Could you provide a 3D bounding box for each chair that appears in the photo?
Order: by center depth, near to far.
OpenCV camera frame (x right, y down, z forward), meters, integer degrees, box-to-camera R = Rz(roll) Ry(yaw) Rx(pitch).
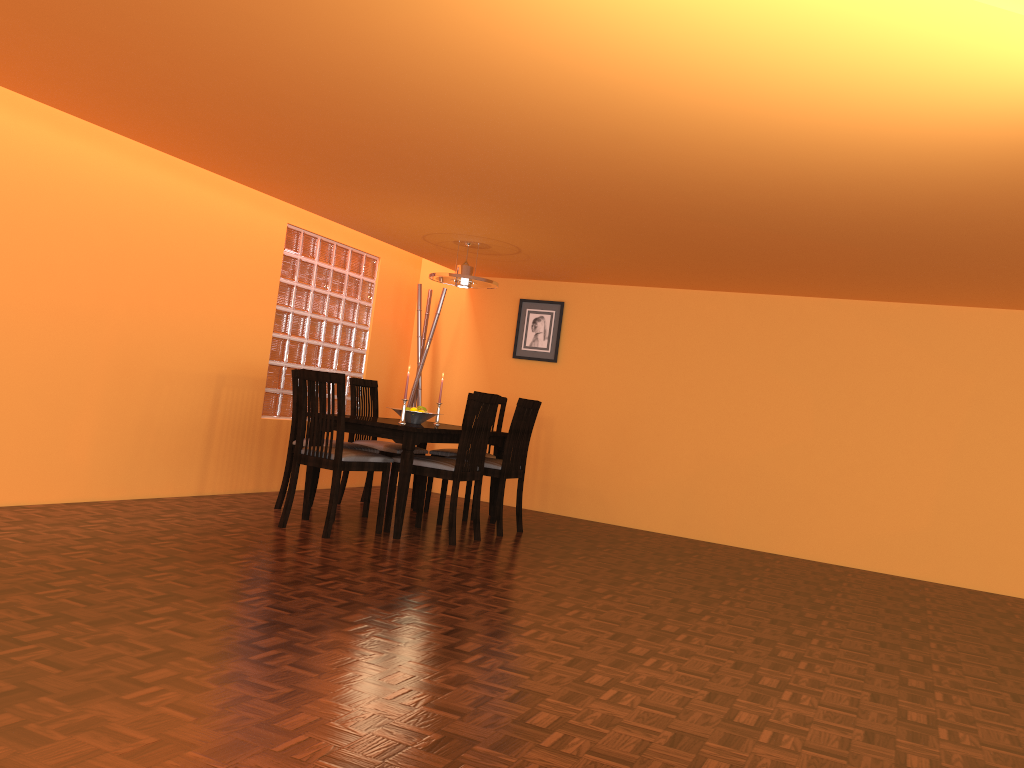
[{"bbox_3d":[-0.888,0.354,4.537,0.373,0.809,0.465,6,-2,30],"label":"chair"},{"bbox_3d":[-0.363,0.427,4.780,0.465,0.809,0.373,7,-2,25],"label":"chair"},{"bbox_3d":[-1.055,0.346,5.099,0.465,0.809,0.373,7,-2,25],"label":"chair"},{"bbox_3d":[-0.127,0.469,5.305,0.465,0.809,0.373,7,-2,25],"label":"chair"},{"bbox_3d":[-0.819,0.389,5.624,0.465,0.809,0.373,7,-2,25],"label":"chair"},{"bbox_3d":[-0.282,0.463,5.864,0.373,0.809,0.465,7,-1,20],"label":"chair"}]

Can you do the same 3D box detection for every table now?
[{"bbox_3d":[-0.581,0.522,5.181,0.697,0.584,1.259,7,-2,25],"label":"table"}]

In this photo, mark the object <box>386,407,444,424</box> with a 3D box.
[{"bbox_3d":[-0.568,0.192,5.157,0.337,0.072,0.337,8,-1,-9],"label":"object"}]

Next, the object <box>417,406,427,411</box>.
[{"bbox_3d":[-0.536,0.162,5.225,0.069,0.066,0.069,6,-2,34],"label":"object"}]

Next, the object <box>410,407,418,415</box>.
[{"bbox_3d":[-0.561,0.156,5.062,0.046,0.046,0.055,7,-1,7],"label":"object"}]

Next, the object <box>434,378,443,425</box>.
[{"bbox_3d":[-0.440,0.087,5.416,0.044,0.326,0.044,7,-1,13],"label":"object"}]

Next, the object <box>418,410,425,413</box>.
[{"bbox_3d":[-0.523,0.173,5.093,0.055,0.046,0.046,8,-1,-13],"label":"object"}]

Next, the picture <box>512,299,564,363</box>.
[{"bbox_3d":[0.197,-0.402,6.648,0.361,0.456,0.014,7,-2,25],"label":"picture"}]

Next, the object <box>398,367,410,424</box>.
[{"bbox_3d":[-0.585,0.056,4.888,0.044,0.326,0.044,7,-1,13],"label":"object"}]

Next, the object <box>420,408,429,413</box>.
[{"bbox_3d":[-0.505,0.178,5.152,0.055,0.070,0.066,7,-1,6],"label":"object"}]

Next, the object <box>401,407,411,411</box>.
[{"bbox_3d":[-0.604,0.172,5.145,0.089,0.076,0.087,6,-2,31],"label":"object"}]

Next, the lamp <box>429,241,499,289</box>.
[{"bbox_3d":[-0.287,-0.737,5.503,0.435,0.274,0.435,9,-2,-43],"label":"lamp"}]

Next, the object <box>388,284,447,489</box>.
[{"bbox_3d":[-0.710,0.040,6.744,0.226,1.589,0.308,9,-2,-43],"label":"object"}]
